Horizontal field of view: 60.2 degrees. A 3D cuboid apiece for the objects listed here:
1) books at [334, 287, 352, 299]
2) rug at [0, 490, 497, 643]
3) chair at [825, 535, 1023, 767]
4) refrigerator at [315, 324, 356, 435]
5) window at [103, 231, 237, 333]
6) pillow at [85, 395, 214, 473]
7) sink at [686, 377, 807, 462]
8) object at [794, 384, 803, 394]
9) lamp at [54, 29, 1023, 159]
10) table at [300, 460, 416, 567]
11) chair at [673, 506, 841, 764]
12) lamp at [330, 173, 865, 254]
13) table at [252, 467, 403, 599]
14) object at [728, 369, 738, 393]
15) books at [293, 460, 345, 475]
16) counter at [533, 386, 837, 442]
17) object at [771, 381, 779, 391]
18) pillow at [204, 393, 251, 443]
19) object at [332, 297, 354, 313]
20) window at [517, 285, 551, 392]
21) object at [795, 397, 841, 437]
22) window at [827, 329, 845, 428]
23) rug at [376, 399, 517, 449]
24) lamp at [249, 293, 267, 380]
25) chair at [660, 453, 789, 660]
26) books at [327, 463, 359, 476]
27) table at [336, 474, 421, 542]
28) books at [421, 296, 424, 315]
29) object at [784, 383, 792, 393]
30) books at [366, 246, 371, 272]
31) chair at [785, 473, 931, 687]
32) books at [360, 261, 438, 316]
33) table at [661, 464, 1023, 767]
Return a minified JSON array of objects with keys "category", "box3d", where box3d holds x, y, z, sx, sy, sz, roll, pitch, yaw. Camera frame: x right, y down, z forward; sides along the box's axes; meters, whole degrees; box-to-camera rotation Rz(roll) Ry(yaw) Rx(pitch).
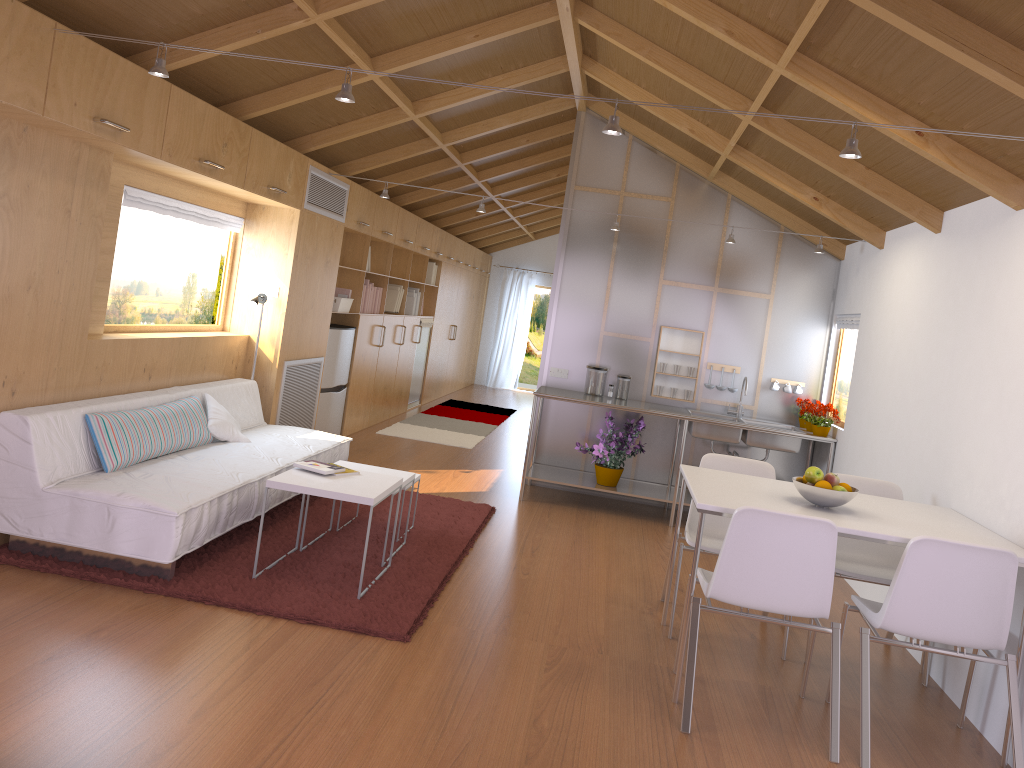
[{"category":"books","box3d":[-1.460,-0.720,7.526,0.150,0.192,0.088,9,1,7]},{"category":"rug","box3d":[-1.192,0.775,4.786,1.887,0.020,2.484,9,5,6]},{"category":"chair","box3d":[1.506,0.910,3.174,0.532,0.785,0.547,9,2,7]},{"category":"refrigerator","box3d":[-1.561,0.000,7.416,0.262,0.986,0.714,8,2,6]},{"category":"window","box3d":[-2.043,-0.708,5.347,0.035,0.789,1.498,8,4,6]},{"category":"pillow","box3d":[-1.794,0.234,4.474,0.171,0.251,1.043,8,5,6]},{"category":"sink","box3d":[1.686,0.270,6.446,0.811,0.640,0.564,9,2,7]},{"category":"object","box3d":[2.160,0.040,6.661,0.059,0.080,0.062,9,2,7]},{"category":"lamp","box3d":[0.157,-0.979,3.097,3.833,0.153,0.072,9,1,7]},{"category":"table","box3d":[-0.778,0.649,4.533,0.425,0.383,0.459,9,3,6]},{"category":"chair","box3d":[0.921,0.819,3.245,0.532,0.785,0.547,9,2,7]},{"category":"lamp","box3d":[0.537,-1.194,6.267,3.833,0.153,0.072,9,1,7]},{"category":"table","box3d":[-0.829,0.653,4.074,0.486,0.438,0.525,9,3,6]},{"category":"object","box3d":[1.683,-0.024,6.697,0.075,0.183,0.074,9,1,38]},{"category":"books","box3d":[-0.910,0.392,4.171,0.194,0.016,0.152,11,5,26]},{"category":"counter","box3d":[1.222,0.206,6.476,2.112,0.021,0.651,9,5,7]},{"category":"object","box3d":[1.991,0.013,6.682,0.059,0.080,0.062,9,2,7]},{"category":"pillow","box3d":[-1.643,0.202,5.084,0.266,0.251,0.348,7,4,-30]},{"category":"object","box3d":[-1.478,-0.670,7.402,0.203,0.122,0.350,9,4,6]},{"category":"window","box3d":[0.404,-0.764,14.863,0.875,1.785,0.026,8,0,7]},{"category":"object","box3d":[2.175,0.234,6.345,0.233,0.234,0.689,9,4,7]},{"category":"window","box3d":[2.385,-0.094,6.265,0.026,0.794,0.725,8,2,6]},{"category":"rug","box3d":[-0.611,0.411,10.103,0.918,0.011,3.727,9,5,6]},{"category":"lamp","box3d":[-1.742,-0.015,5.923,0.182,1.196,0.255,8,1,-18]},{"category":"chair","box3d":[1.030,0.758,4.147,0.532,0.785,0.547,9,2,7]},{"category":"books","box3d":[-0.853,0.411,4.234,0.194,0.016,0.152,12,6,36]},{"category":"table","box3d":[-0.736,0.659,4.931,0.342,0.308,0.370,9,3,6]},{"category":"books","box3d":[-1.127,-0.957,10.331,0.176,0.296,0.279,8,2,6]},{"category":"object","box3d":[2.083,0.029,6.665,0.059,0.081,0.062,9,2,14]},{"category":"books","box3d":[-1.362,-1.164,7.920,0.176,0.296,0.279,8,2,6]},{"category":"chair","box3d":[1.614,0.850,4.076,0.532,0.785,0.547,9,2,7]},{"category":"books","box3d":[-1.210,-1.070,9.365,0.189,0.656,3.113,8,5,6]},{"category":"table","box3d":[1.268,0.861,3.595,1.210,0.742,0.900,9,3,7]}]
